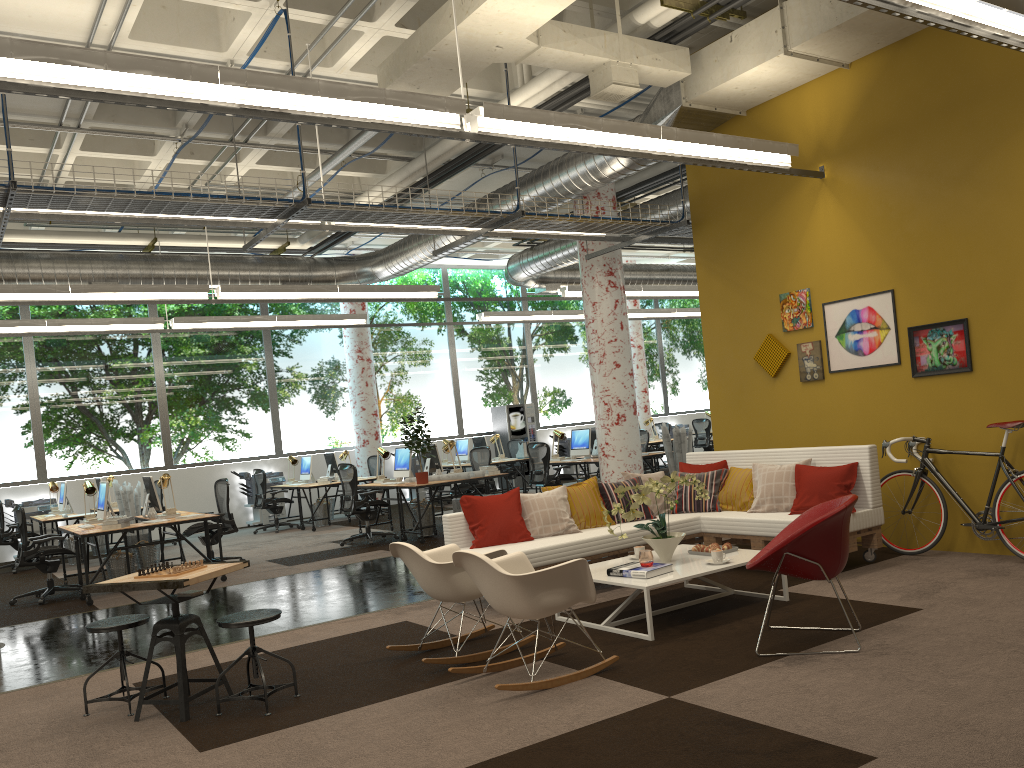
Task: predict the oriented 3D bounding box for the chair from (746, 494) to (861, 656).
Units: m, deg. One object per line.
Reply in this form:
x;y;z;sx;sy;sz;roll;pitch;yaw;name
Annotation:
1.647;1.044;4.983;0.638;0.812;0.832;-6;-1;31;chair

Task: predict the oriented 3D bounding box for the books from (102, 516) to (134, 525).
-4.140;1.438;9.311;0.193;0.044;0.257;-6;-3;14;books

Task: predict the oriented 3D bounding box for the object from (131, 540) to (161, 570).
-4.445;2.120;10.799;0.352;0.435;0.360;-5;-1;-37;object

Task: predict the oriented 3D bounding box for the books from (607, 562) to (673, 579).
0.836;1.218;5.790;0.278;0.048;0.335;-4;-3;-42;books

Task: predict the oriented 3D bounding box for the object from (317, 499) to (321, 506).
-3.433;2.269;16.017;0.119;0.403;0.236;-6;0;-33;object

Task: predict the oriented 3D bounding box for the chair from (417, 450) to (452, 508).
-1.440;1.758;16.685;0.772;1.086;0.790;-6;-1;40;chair

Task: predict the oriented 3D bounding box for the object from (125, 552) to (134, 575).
-4.247;2.068;9.826;0.119;0.403;0.236;-6;0;-33;object

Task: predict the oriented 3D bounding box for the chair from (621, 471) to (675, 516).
1.273;0.984;8.004;0.544;0.438;0.335;-5;-1;-28;chair

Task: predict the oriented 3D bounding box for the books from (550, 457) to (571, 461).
0.771;1.220;14.341;0.225;0.038;0.310;-4;-3;-33;books

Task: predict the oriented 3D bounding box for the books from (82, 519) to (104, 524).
-4.936;1.623;10.467;0.225;0.038;0.310;-4;-3;-33;books

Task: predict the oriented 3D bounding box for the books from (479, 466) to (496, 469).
-0.326;1.112;11.833;0.152;0.030;0.185;-4;-3;-35;books

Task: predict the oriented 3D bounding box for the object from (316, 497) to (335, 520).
-3.366;2.250;16.056;0.352;0.435;0.360;-5;-1;-37;object

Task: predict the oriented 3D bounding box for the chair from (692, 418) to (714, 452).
4.578;1.327;20.650;0.772;1.086;0.790;-6;-1;40;chair

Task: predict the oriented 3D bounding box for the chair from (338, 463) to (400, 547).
-1.983;1.569;11.817;0.772;1.086;0.790;-6;-1;40;chair

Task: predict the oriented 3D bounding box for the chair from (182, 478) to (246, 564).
-3.710;1.723;10.866;0.772;1.086;0.790;-6;-1;40;chair

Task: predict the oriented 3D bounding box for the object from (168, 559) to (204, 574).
-1.803;1.002;4.899;0.056;0.053;0.250;-6;-2;17;object

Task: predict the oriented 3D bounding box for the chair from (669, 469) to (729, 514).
1.657;0.965;7.889;0.517;0.392;0.357;-7;-1;26;chair

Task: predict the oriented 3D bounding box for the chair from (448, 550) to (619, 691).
0.087;1.232;4.858;0.792;0.754;0.616;-5;-1;-33;chair

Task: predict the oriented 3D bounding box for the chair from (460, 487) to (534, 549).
-0.133;1.078;7.085;0.533;0.444;0.302;-5;-1;-17;chair

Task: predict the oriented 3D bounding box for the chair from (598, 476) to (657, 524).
0.971;1.032;7.720;0.522;0.408;0.341;-5;-1;-17;chair

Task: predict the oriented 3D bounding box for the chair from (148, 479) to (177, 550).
-5.778;2.079;14.049;0.772;1.086;0.790;-6;-1;40;chair

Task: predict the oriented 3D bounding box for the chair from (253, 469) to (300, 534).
-4.038;1.944;14.973;0.772;1.086;0.790;-6;-1;40;chair

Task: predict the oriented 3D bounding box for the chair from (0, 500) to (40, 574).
-7.186;2.170;12.899;0.772;1.086;0.790;-6;-1;40;chair

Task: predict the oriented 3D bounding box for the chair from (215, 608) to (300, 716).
-1.406;1.507;4.828;0.347;0.497;0.337;-6;-1;16;chair

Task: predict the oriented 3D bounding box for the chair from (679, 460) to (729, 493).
1.768;0.927;8.161;0.535;0.437;0.286;-7;-1;29;chair

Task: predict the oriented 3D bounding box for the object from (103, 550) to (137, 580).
-4.317;2.060;9.787;0.352;0.435;0.360;-5;-1;-37;object

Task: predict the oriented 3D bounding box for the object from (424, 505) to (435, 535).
-1.111;1.824;11.927;0.119;0.403;0.236;-6;0;-33;object

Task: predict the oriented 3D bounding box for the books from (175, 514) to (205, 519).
-3.536;1.456;9.723;0.201;0.024;0.235;-7;-3;30;books

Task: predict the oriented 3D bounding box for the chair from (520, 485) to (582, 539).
0.269;1.069;7.295;0.524;0.401;0.332;-5;-1;-14;chair

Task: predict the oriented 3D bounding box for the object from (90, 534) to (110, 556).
-6.513;2.476;13.982;0.352;0.435;0.360;-5;-1;-37;object

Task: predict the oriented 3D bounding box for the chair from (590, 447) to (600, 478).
1.876;1.521;18.869;0.772;1.086;0.790;-6;-1;40;chair

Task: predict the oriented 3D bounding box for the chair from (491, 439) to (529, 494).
-0.031;1.668;17.835;0.772;1.086;0.790;-6;-1;40;chair

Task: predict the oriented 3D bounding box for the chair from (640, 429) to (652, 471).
1.998;1.319;14.740;0.772;1.086;0.790;-6;-1;40;chair

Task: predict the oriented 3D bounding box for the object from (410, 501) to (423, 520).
-1.377;1.893;12.861;0.119;0.403;0.236;-6;0;-33;object

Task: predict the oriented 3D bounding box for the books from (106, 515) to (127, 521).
-4.159;1.408;9.311;0.153;0.030;0.185;-6;-3;-5;books

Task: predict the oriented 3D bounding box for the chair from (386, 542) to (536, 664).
-0.347;1.306;5.523;0.792;0.754;0.616;-5;-1;-33;chair

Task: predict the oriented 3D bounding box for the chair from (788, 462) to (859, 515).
2.462;0.830;6.984;0.520;0.395;0.334;-7;-1;34;chair

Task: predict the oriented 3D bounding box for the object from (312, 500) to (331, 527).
-3.237;2.191;15.044;0.352;0.435;0.360;-5;-1;-37;object

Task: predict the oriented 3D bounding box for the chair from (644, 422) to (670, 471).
3.284;1.430;20.019;0.772;1.086;0.790;-6;-1;40;chair

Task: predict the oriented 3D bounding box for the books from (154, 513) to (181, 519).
-3.933;1.505;10.112;0.225;0.038;0.310;-4;-3;-33;books

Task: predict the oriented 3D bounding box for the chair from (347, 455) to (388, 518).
-2.630;1.854;16.123;0.772;1.086;0.790;-6;-1;40;chair

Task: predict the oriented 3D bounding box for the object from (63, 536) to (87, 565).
-6.385;2.416;12.970;0.352;0.435;0.360;-5;-1;-37;object

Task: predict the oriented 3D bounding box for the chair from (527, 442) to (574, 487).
0.589;1.410;13.590;0.772;1.086;0.790;-6;-1;40;chair

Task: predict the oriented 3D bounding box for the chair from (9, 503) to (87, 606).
-5.118;1.814;9.716;0.772;1.086;0.790;-6;-1;40;chair

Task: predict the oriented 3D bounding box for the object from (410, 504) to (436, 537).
-1.181;1.815;11.888;0.352;0.435;0.360;-5;-1;-37;object

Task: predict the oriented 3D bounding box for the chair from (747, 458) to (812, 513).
2.214;0.852;7.333;0.527;0.428;0.311;-7;-1;35;chair

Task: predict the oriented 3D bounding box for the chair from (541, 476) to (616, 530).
0.568;1.031;7.529;0.545;0.438;0.317;-5;-1;-21;chair

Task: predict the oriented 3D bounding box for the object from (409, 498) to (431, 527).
-1.310;1.875;12.900;0.352;0.435;0.360;-5;-1;-37;object

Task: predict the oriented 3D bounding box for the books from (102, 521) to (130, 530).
-4.157;1.486;9.296;0.200;0.050;0.272;-6;-3;-6;books

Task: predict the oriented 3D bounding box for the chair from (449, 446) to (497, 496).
-0.574;1.478;12.967;0.772;1.086;0.790;-6;-1;40;chair

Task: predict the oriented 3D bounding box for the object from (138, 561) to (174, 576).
-1.995;1.025;4.958;0.056;0.053;0.249;-6;-2;17;object

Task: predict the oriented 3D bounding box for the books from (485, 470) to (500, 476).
-0.315;1.189;11.816;0.200;0.050;0.272;-4;-3;-36;books

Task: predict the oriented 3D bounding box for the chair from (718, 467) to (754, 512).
2.003;0.921;7.680;0.365;0.381;0.523;-5;-2;-37;chair

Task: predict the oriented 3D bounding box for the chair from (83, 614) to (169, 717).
-2.233;1.603;5.078;0.347;0.497;0.337;-6;-1;16;chair

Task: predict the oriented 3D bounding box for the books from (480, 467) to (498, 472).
-0.309;1.142;11.841;0.192;0.044;0.258;-5;-3;-16;books

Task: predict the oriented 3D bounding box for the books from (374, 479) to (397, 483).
-1.800;1.379;12.568;0.225;0.038;0.310;-4;-3;-33;books

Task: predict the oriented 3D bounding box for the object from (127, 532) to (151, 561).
-5.242;2.305;12.428;0.353;0.398;0.353;-6;-1;12;object

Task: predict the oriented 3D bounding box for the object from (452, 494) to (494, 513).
-0.497;1.739;11.901;0.540;0.455;0.221;-5;-1;-33;object

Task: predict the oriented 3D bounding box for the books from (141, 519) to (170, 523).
-3.846;1.483;9.569;0.244;0.019;0.205;-8;-3;34;books
